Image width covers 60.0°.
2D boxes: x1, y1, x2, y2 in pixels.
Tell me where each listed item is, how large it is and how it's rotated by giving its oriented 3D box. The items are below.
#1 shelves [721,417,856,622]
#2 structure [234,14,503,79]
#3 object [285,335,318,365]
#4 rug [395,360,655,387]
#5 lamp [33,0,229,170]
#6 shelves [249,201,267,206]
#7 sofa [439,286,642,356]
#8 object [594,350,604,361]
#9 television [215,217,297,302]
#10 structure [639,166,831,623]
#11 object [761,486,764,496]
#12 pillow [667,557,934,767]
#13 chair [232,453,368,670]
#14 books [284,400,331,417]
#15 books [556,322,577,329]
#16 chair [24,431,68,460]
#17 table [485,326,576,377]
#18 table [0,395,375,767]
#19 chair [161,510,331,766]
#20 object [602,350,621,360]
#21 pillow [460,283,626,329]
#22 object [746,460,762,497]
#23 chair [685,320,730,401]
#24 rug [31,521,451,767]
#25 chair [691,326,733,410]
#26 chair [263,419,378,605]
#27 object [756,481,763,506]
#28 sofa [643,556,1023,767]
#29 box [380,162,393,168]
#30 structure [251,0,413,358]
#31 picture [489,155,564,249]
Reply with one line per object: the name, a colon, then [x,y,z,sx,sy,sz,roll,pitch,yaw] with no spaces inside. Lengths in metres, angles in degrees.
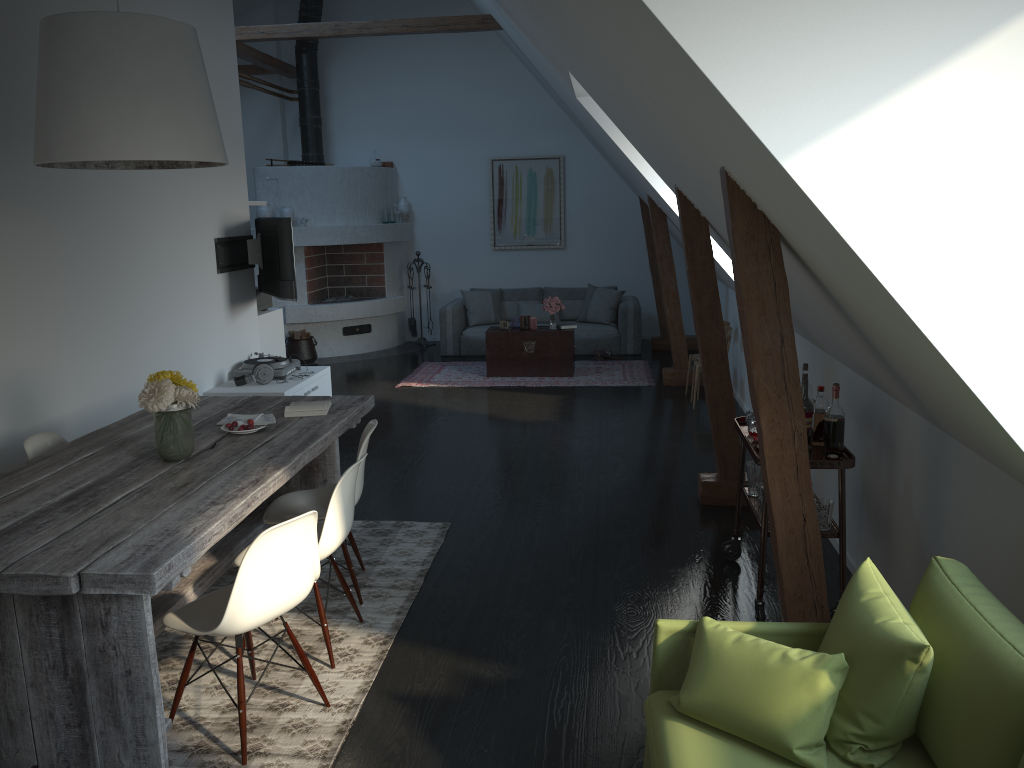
shelves: [1.238,0.593,3.981,0.438,0.732,0.803,-1,11,2]
structure: [-3.536,-3.244,6.480,10.230,3.562,15.910,1,11,11]
object: [-2.529,-0.406,10.621,0.384,0.313,0.384,6,13,32]
rug: [0.182,-0.121,9.571,2.647,0.029,1.512,0,11,6]
lamp: [-1.524,-2.224,3.154,0.757,2.813,0.697,-9,13,-33]
shelves: [-2.939,-1.509,7.510,1.604,0.038,0.478,0,11,6]
sofa: [0.378,-0.820,11.148,2.458,0.770,1.107,0,11,6]
object: [1.011,-0.338,10.366,0.101,0.090,0.277,-2,11,-5]
television: [-2.109,-0.973,6.979,0.537,0.652,1.005,-7,13,-28]
structure: [1.401,-0.195,4.843,1.023,1.963,12.350,0,11,6]
object: [1.144,0.512,3.906,0.095,0.119,0.095,-8,13,-31]
pillow: [0.706,0.708,2.227,0.600,0.387,0.475,-1,11,3]
chair: [-0.842,0.683,3.607,0.542,0.801,0.465,0,11,7]
books: [-1.017,0.114,4.430,0.202,0.042,0.251,-3,11,-5]
books: [0.572,-0.625,9.498,0.179,0.034,0.243,-5,12,-15]
chair: [-1.883,0.618,4.068,0.542,0.801,0.465,-1,11,2]
table: [0.203,-0.352,9.500,0.962,0.492,0.471,0,11,6]
table: [-1.423,0.677,3.744,1.141,0.788,2.421,0,11,6]
chair: [-0.906,0.796,3.044,0.542,0.801,0.465,6,13,32]
object: [1.171,-0.346,10.381,0.101,0.090,0.277,-10,14,-36]
pillow: [0.384,-0.974,11.017,2.075,0.515,0.444,0,11,6]
object: [1.141,0.445,4.157,0.087,0.155,0.087,-6,12,-21]
chair: [1.808,-0.226,8.134,0.342,0.696,0.329,-4,11,-10]
rug: [-1.424,1.052,3.839,1.898,0.022,2.677,0,11,6]
chair: [1.746,-0.147,7.743,0.342,0.696,0.329,0,11,8]
chair: [-0.877,0.582,4.123,0.542,0.801,0.465,-3,11,-8]
object: [1.150,0.501,4.013,0.092,0.099,0.092,-5,12,-16]
sofa: [0.731,1.049,1.504,0.898,0.825,2.093,0,11,5]
box: [-1.683,-2.870,11.624,0.229,0.078,0.127,0,11,6]
structure: [-2.894,-2.852,11.750,3.058,4.752,3.049,2,12,15]
picture: [0.193,-2.370,11.594,0.965,1.185,0.025,0,11,6]
